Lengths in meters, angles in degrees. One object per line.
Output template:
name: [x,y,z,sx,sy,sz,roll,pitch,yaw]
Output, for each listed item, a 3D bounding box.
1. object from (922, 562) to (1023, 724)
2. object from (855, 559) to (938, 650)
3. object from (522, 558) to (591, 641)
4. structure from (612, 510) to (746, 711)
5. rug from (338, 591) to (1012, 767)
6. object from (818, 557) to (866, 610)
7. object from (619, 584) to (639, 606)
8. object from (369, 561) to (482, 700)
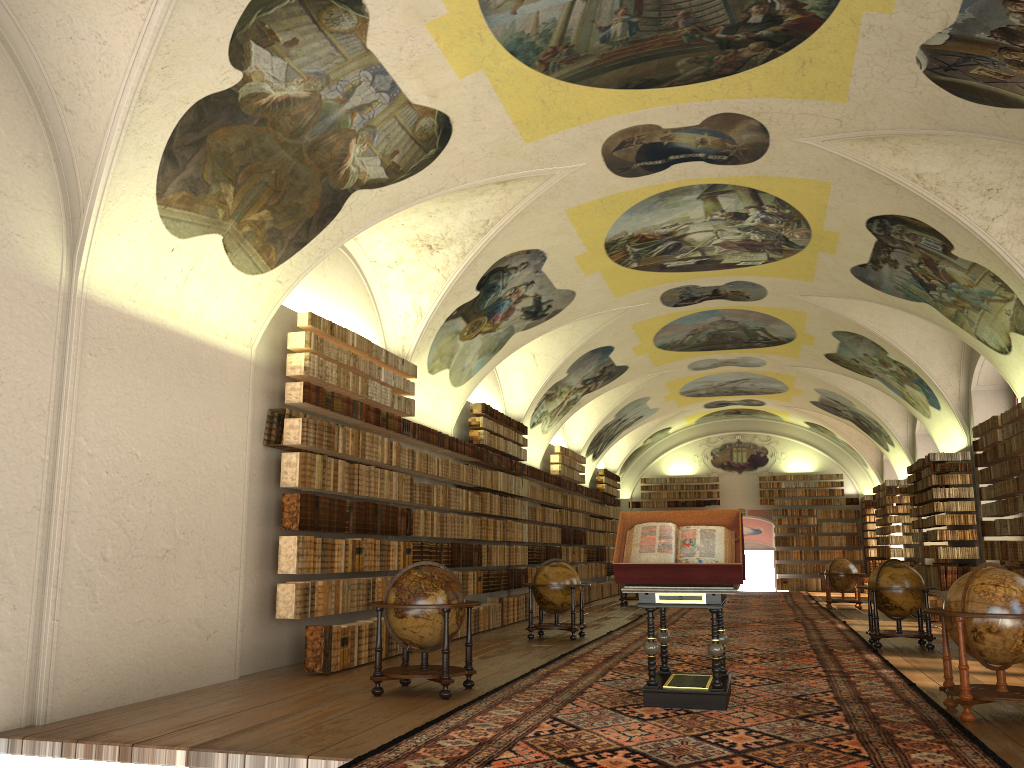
object: [4.646,2.440,8.481,1.281,1.444,1.281,8,-13,-36]
object: [6.451,3.660,14.844,1.280,1.444,1.282,4,-11,-22]
object: [0.823,3.960,16.392,1.281,1.444,1.281,8,-13,-36]
structure: [1.851,2.362,9.464,1.245,1.974,1.897,-3,-11,15]
rug: [4.683,5.095,18.741,4.705,0.064,37.024,-3,-11,15]
object: [9.394,5.651,25.221,1.280,1.444,1.282,6,-12,-31]
object: [3.763,5.953,26.783,1.280,1.444,1.282,6,-12,-31]
object: [-0.980,2.739,10.029,1.280,1.444,1.282,4,-11,-22]
